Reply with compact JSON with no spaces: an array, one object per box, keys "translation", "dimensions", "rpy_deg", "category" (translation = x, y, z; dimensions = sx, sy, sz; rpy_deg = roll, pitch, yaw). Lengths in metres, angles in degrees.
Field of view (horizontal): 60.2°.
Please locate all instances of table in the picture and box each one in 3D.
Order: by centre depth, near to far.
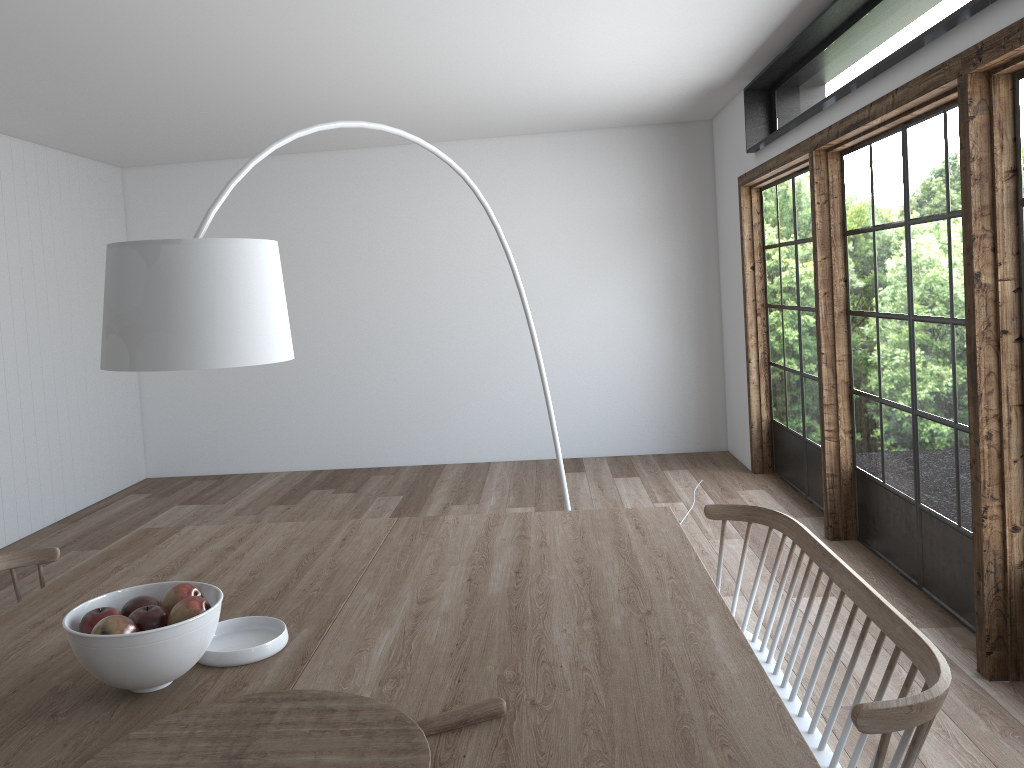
[{"translation":[0.057,0.926,2.052],"dimensions":[0.938,0.747,2.044],"rpy_deg":[-3,6,3],"category":"table"},{"translation":[-0.878,0.977,2.140],"dimensions":[0.938,0.747,2.044],"rpy_deg":[-3,6,3],"category":"table"}]

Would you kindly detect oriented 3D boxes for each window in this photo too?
[{"translation":[1.762,-0.151,4.047],"dimensions":[0.162,2.249,5.408],"rpy_deg":[-3,6,2],"category":"window"}]

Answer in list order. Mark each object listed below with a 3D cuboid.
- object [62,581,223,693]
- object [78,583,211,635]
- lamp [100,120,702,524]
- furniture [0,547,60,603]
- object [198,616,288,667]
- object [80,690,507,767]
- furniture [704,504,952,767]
[{"translation":[-0.758,0.543,1.840],"dimensions":[0.315,0.164,0.315],"rpy_deg":[-4,5,1],"category":"object"},{"translation":[-0.759,0.521,1.843],"dimensions":[0.245,0.167,0.243],"rpy_deg":[-7,6,-35],"category":"object"},{"translation":[0.547,0.035,4.105],"dimensions":[0.892,2.017,5.114],"rpy_deg":[-2,6,28],"category":"lamp"},{"translation":[-1.378,0.982,2.119],"dimensions":[0.546,0.808,1.362],"rpy_deg":[-3,5,3],"category":"furniture"},{"translation":[-0.616,0.581,2.001],"dimensions":[0.212,0.035,0.219],"rpy_deg":[-6,6,-17],"category":"object"},{"translation":[-0.412,0.633,1.466],"dimensions":[0.610,0.023,0.665],"rpy_deg":[-1,7,26],"category":"object"},{"translation":[0.561,0.854,2.130],"dimensions":[0.546,0.808,1.362],"rpy_deg":[-3,5,3],"category":"furniture"}]
